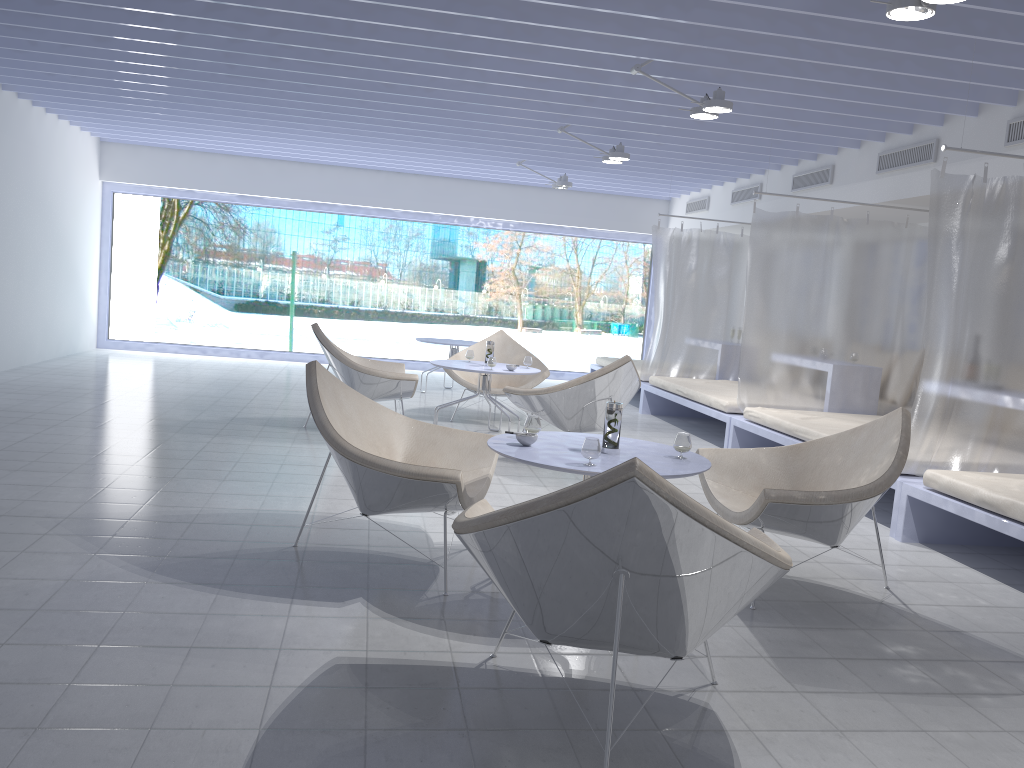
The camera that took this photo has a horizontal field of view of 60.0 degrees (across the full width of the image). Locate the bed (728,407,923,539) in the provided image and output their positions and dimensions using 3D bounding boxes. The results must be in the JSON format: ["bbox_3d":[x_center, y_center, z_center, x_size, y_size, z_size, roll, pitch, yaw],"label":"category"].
[{"bbox_3d":[2.809,0.527,5.773,2.022,0.422,2.200,4,6,-9],"label":"bed"}]

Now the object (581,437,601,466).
[{"bbox_3d":[0.266,0.228,2.981,0.068,0.091,0.068,3,6,-19],"label":"object"}]

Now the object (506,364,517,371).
[{"bbox_3d":[-0.004,-0.115,6.340,0.082,0.043,0.082,0,8,-41],"label":"object"}]

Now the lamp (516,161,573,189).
[{"bbox_3d":[0.332,-2.199,9.320,0.587,0.218,0.380,4,6,-9],"label":"lamp"}]

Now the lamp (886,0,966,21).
[{"bbox_3d":[1.300,-1.485,3.147,0.587,0.218,0.380,4,6,-9],"label":"lamp"}]

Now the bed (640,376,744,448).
[{"bbox_3d":[2.454,0.273,7.936,2.016,0.427,2.200,4,6,-9],"label":"bed"}]

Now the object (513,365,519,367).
[{"bbox_3d":[0.016,-0.131,6.311,0.012,0.016,0.098,-1,8,-43],"label":"object"}]

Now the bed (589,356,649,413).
[{"bbox_3d":[2.129,0.026,10.107,2.022,0.422,2.200,4,6,-9],"label":"bed"}]

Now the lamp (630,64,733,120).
[{"bbox_3d":[0.978,-1.722,5.198,0.587,0.218,0.380,4,6,-9],"label":"lamp"}]

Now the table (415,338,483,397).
[{"bbox_3d":[-0.620,-0.177,9.276,0.825,0.534,0.823,9,7,37],"label":"table"}]

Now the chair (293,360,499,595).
[{"bbox_3d":[-0.484,0.313,3.497,0.753,0.759,0.906,6,6,8],"label":"chair"}]

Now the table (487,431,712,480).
[{"bbox_3d":[0.296,0.512,3.310,0.825,0.534,0.823,1,7,-32],"label":"table"}]

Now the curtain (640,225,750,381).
[{"bbox_3d":[2.308,-0.741,8.925,2.050,1.552,0.151,4,6,-9],"label":"curtain"}]

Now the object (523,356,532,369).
[{"bbox_3d":[0.119,-0.163,6.669,0.068,0.091,0.068,3,6,-17],"label":"object"}]

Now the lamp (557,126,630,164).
[{"bbox_3d":[0.657,-1.959,7.250,0.587,0.218,0.380,4,6,-9],"label":"lamp"}]

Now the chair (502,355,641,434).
[{"bbox_3d":[0.497,0.146,5.933,0.906,0.759,0.753,0,8,-39],"label":"chair"}]

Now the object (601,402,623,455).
[{"bbox_3d":[0.368,0.161,3.258,0.075,0.185,0.075,10,8,43],"label":"object"}]

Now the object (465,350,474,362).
[{"bbox_3d":[-0.324,-0.214,6.809,0.068,0.091,0.068,6,6,13],"label":"object"}]

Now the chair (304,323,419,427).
[{"bbox_3d":[-1.116,-0.046,6.484,0.753,0.759,0.906,3,6,-14],"label":"chair"}]

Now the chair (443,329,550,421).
[{"bbox_3d":[-0.132,-0.077,7.593,0.906,0.759,0.753,5,6,1],"label":"chair"}]

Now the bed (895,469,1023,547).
[{"bbox_3d":[3.134,0.775,3.601,2.016,0.427,2.200,4,6,-9],"label":"bed"}]

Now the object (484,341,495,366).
[{"bbox_3d":[-0.166,-0.228,6.590,0.075,0.189,0.075,3,6,-18],"label":"object"}]

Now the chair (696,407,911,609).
[{"bbox_3d":[1.228,0.445,3.613,0.753,0.759,0.906,4,6,-6],"label":"chair"}]

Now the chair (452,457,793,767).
[{"bbox_3d":[0.268,0.503,2.265,0.906,0.759,0.753,5,6,5],"label":"chair"}]

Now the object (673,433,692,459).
[{"bbox_3d":[0.629,0.228,3.275,0.068,0.091,0.068,3,6,-19],"label":"object"}]

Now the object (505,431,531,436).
[{"bbox_3d":[0.023,0.183,3.261,0.098,0.016,0.012,4,6,-10],"label":"object"}]

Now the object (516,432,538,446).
[{"bbox_3d":[0.053,0.205,3.264,0.082,0.043,0.082,4,6,-8],"label":"object"}]

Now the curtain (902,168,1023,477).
[{"bbox_3d":[2.989,-0.239,4.590,2.050,1.552,0.151,4,6,-9],"label":"curtain"}]

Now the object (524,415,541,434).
[{"bbox_3d":[0.079,0.167,3.415,0.068,0.091,0.068,3,6,-19],"label":"object"}]

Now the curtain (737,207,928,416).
[{"bbox_3d":[2.688,-0.466,6.757,1.998,1.559,0.125,4,6,-11],"label":"curtain"}]

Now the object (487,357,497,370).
[{"bbox_3d":[-0.143,-0.144,6.272,0.068,0.091,0.068,7,6,19],"label":"object"}]

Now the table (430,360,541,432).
[{"bbox_3d":[-0.218,0.132,6.599,0.825,0.534,0.823,3,6,-18],"label":"table"}]
